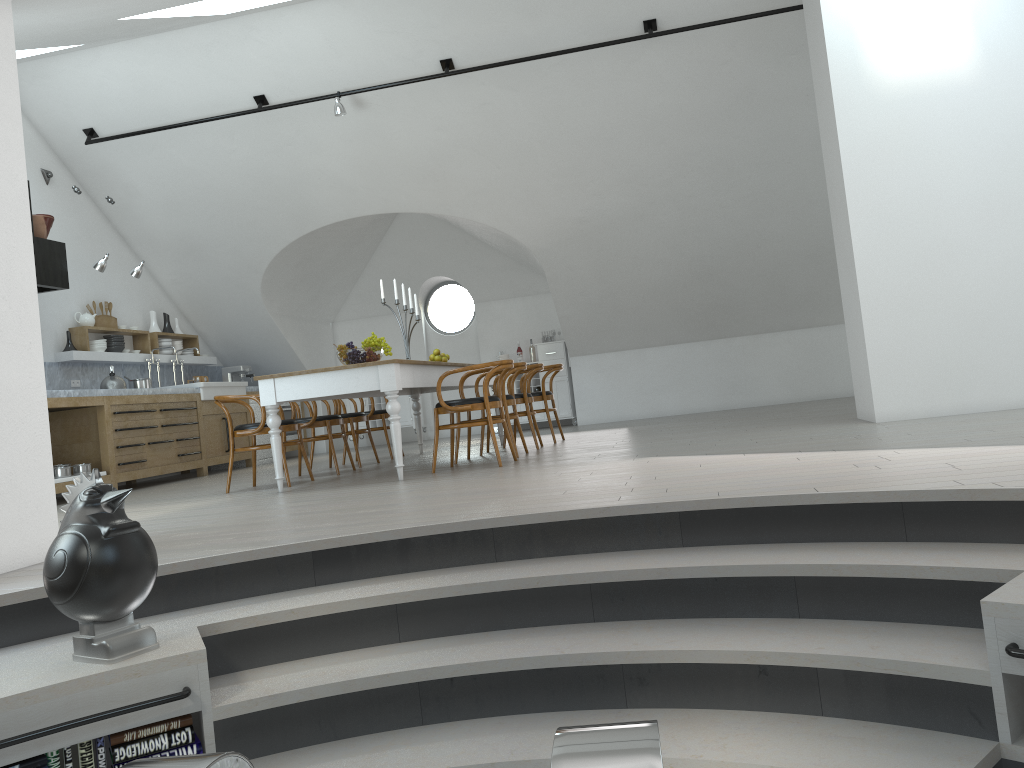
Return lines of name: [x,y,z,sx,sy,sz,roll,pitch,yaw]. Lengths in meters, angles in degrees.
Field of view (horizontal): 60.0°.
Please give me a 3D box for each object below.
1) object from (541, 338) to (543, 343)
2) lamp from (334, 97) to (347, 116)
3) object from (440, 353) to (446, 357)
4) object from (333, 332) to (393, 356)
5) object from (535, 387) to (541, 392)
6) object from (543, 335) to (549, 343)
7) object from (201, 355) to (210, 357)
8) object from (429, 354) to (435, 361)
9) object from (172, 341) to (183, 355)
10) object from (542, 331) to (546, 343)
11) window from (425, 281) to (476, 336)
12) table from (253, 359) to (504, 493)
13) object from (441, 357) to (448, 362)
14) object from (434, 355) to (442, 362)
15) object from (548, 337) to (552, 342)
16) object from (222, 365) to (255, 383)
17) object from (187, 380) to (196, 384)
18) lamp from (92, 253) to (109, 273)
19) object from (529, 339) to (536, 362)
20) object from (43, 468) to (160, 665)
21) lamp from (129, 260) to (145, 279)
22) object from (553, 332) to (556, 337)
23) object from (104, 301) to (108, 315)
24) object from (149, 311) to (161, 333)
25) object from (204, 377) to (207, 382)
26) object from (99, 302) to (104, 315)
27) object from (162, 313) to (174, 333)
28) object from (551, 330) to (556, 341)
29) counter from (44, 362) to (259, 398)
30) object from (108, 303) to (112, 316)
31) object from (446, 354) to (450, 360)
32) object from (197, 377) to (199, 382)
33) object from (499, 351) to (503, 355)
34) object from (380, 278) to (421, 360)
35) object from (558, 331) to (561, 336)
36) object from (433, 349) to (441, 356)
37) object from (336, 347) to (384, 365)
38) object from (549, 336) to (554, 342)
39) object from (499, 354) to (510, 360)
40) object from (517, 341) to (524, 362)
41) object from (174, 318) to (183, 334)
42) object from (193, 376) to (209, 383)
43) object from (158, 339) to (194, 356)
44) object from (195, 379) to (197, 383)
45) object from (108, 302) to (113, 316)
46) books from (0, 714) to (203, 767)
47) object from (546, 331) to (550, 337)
object: [0.464,-0.600,12.275,0.093,0.093,0.094,-8,-2,44]
lamp: [-1.627,-2.620,8.368,0.113,0.175,0.114,-5,-2,-26]
object: [-0.666,-0.270,8.537,0.058,0.057,0.053,-7,-2,26]
object: [-1.134,-0.248,6.738,0.394,0.285,0.292,-6,-2,-25]
object: [0.368,0.078,12.200,0.081,0.081,0.358,-7,-1,9]
object: [0.465,-0.609,12.123,0.082,0.105,0.081,-5,-3,-40]
object: [-3.979,-0.343,11.341,0.213,0.025,0.213,-6,-1,-1]
object: [-0.763,-0.252,8.521,0.066,0.071,0.072,-6,-2,-19]
object: [-4.073,-0.434,10.756,0.154,0.160,0.158,-8,-2,39]
object: [0.442,-0.637,12.203,0.048,0.169,0.048,-9,-3,44]
window: [-0.891,-1.109,13.023,0.899,0.901,0.060,-7,-3,11]
table: [-0.876,0.279,7.512,1.018,0.800,3.348,-7,-1,11]
object: [-0.651,-0.228,8.504,0.071,0.072,0.070,-6,-2,-24]
object: [-0.707,-0.242,8.473,0.071,0.064,0.072,-7,-2,5]
object: [0.512,-0.603,12.196,0.077,0.085,0.077,-7,-2,19]
object: [-3.533,-0.073,11.596,0.386,0.321,0.324,-7,-2,11]
object: [-3.958,0.034,10.986,0.100,0.171,0.173,-7,-2,13]
lamp: [-3.913,-1.147,8.425,0.164,0.178,0.115,-8,-2,30]
object: [0.281,-0.458,12.260,0.085,0.331,0.085,-5,-3,-30]
object: [-1.250,0.538,2.697,0.320,0.563,0.320,-6,-2,-16]
lamp: [-3.795,-1.155,8.991,0.169,0.176,0.112,-7,-2,3]
object: [0.587,-0.643,12.177,0.046,0.143,0.046,-8,-3,23]
object: [-4.396,-0.746,9.615,0.019,0.299,0.057,-7,-3,11]
object: [-4.218,-0.728,10.439,0.156,0.268,0.156,-7,-2,0]
object: [-3.882,0.011,11.233,0.040,0.192,0.042,-5,-3,-28]
object: [-4.422,-0.743,9.585,0.040,0.300,0.061,-7,-3,9]
object: [-4.162,-0.730,10.696,0.156,0.268,0.156,-7,-2,16]
object: [0.579,-0.659,12.336,0.063,0.187,0.063,-6,-2,-2]
counter: [-4.017,-0.150,9.238,0.961,0.620,6.573,-7,-1,11]
object: [-4.396,-0.743,9.717,0.030,0.294,0.057,-7,-3,11]
object: [-0.632,-0.257,8.583,0.063,0.063,0.062,-6,-2,-26]
object: [-3.902,0.010,11.025,0.040,0.192,0.042,-4,-3,-42]
object: [-0.158,-0.362,12.556,0.115,0.209,0.065,-7,-3,14]
object: [-0.948,-0.550,7.716,0.266,0.876,0.773,-6,-2,-15]
object: [0.657,-0.651,12.196,0.046,0.143,0.046,-8,-3,23]
object: [-0.724,-0.304,8.542,0.072,0.074,0.072,-7,-2,11]
object: [-1.148,-0.182,6.754,0.360,0.160,0.359,-6,-1,-8]
object: [0.554,-0.613,12.267,0.071,0.099,0.071,-7,-2,20]
object: [-0.100,-0.327,12.315,0.154,0.160,0.158,-8,-2,39]
object: [0.106,-0.436,12.301,0.081,0.330,0.081,-7,-3,7]
object: [-4.124,-0.706,10.917,0.156,0.219,0.156,-6,-2,-7]
object: [-3.928,0.008,11.207,0.104,0.223,0.200,-7,-2,11]
object: [-4.097,-0.429,10.760,0.197,0.196,0.656,-7,-1,11]
object: [-3.917,0.024,11.001,0.019,0.179,0.044,-5,-3,-24]
object: [-4.386,-0.745,9.678,0.039,0.298,0.067,-7,-3,11]
books: [-1.214,1.078,2.499,0.665,0.168,0.239,-6,-2,-38]
object: [0.516,-0.648,12.330,0.054,0.179,0.054,-7,-3,6]
